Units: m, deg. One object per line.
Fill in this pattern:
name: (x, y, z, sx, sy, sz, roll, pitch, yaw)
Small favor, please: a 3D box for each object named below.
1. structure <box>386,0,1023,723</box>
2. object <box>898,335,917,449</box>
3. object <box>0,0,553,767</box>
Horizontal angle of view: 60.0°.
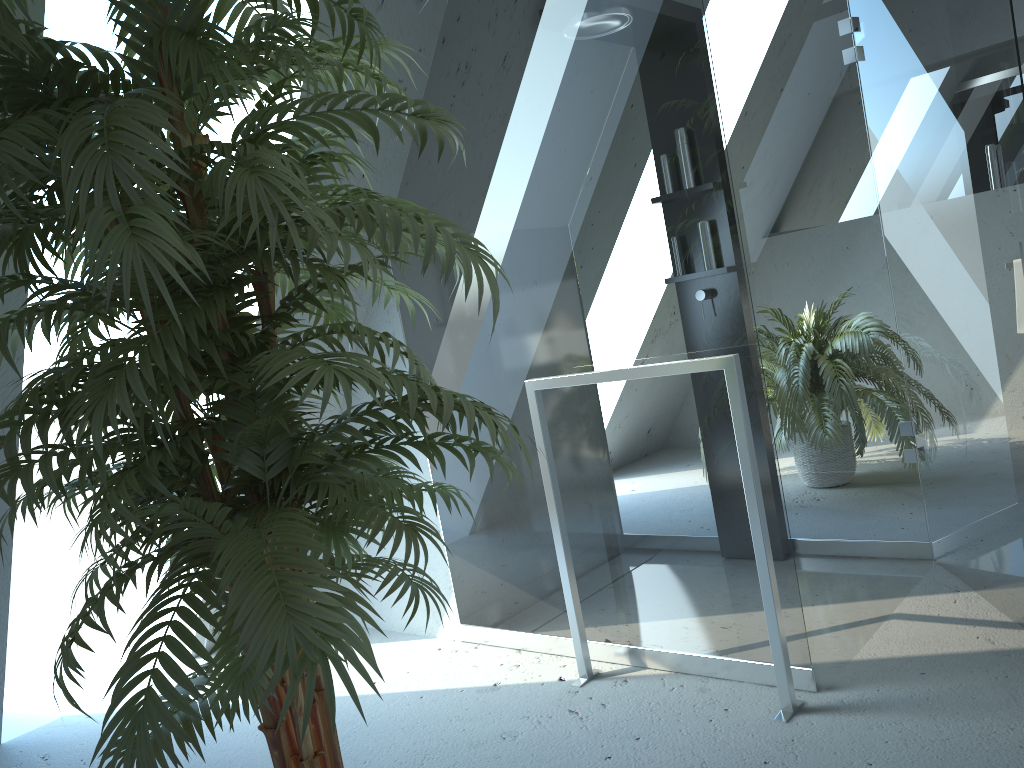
structure: (0.593, -0.326, 2.624, 1.835, 2.114, 1.184, -7, 6, 41)
object: (1.425, 0.025, 4.113, 1.132, 0.893, 1.112, -9, 4, 19)
object: (-0.481, -0.001, 1.476, 1.020, 2.034, 0.980, -11, 4, 0)
